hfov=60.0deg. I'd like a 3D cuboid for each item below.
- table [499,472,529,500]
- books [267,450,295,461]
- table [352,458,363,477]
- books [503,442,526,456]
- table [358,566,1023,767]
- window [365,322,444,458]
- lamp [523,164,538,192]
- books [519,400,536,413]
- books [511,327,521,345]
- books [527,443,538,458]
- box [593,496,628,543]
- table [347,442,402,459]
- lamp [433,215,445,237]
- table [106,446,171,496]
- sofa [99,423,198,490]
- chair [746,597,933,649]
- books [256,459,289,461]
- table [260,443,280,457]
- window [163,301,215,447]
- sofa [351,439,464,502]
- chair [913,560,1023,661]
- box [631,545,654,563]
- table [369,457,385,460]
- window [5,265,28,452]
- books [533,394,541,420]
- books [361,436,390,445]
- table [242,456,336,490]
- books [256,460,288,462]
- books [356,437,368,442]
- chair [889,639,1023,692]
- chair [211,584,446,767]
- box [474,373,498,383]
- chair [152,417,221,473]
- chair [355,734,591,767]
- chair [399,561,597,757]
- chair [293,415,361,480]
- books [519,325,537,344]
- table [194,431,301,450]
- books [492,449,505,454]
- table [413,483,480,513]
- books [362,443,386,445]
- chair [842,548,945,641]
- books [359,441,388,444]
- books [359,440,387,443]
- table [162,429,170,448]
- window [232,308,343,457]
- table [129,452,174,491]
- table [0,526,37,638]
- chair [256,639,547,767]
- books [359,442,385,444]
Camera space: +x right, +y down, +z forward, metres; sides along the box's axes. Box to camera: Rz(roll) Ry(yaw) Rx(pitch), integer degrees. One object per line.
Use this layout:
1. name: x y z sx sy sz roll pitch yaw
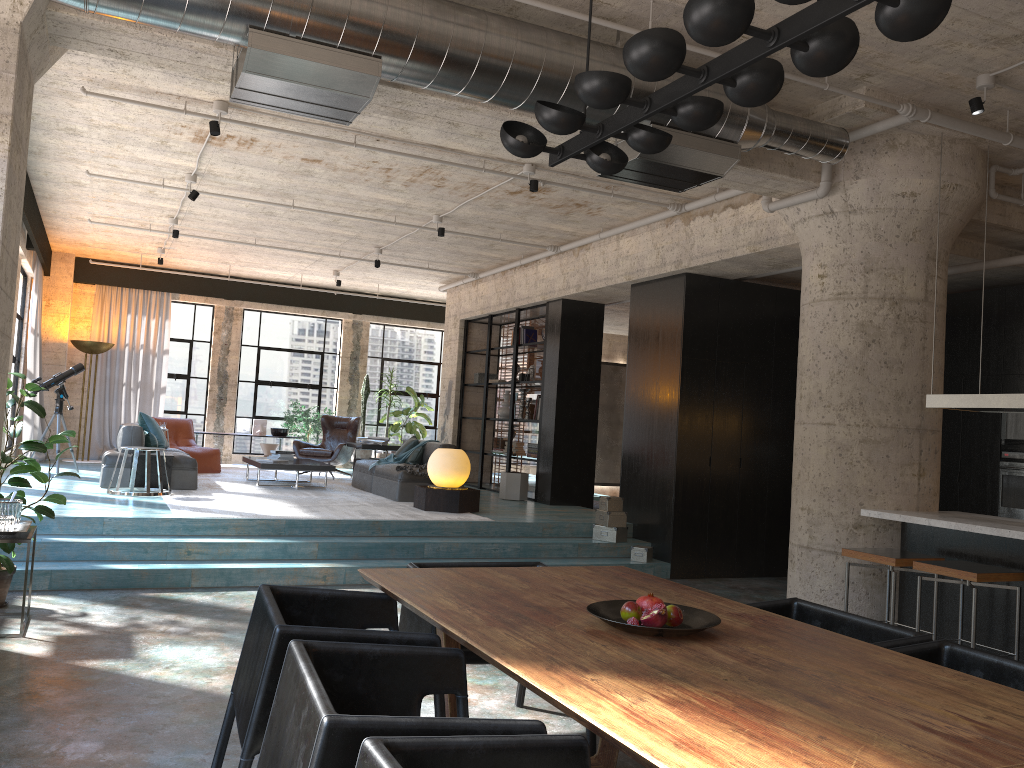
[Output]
1. table: 0.026 1.312 11.436 0.365 0.340 0.316 3 -3 5
2. books: -3.000 0.931 11.589 0.279 0.116 0.322 6 -4 -40
3. table: -2.083 1.237 12.594 0.365 0.340 0.316 2 -3 35
4. books: 0.043 0.926 12.682 0.257 0.188 0.306 2 -3 30
5. table: 0.429 1.172 2.849 1.299 0.756 2.410 5 -3 -25
6. window: -1.929 0.187 16.686 1.780 2.530 0.081 5 -3 -25
7. lamp: 0.158 -1.782 7.679 0.141 0.215 0.107 6 -4 -42
8. books: 0.232 0.377 12.908 0.147 0.299 0.547 5 -3 -25
9. books: 0.117 -0.663 12.714 0.216 0.290 0.231 5 -3 -25
10. books: 0.414 0.916 12.090 0.274 0.197 0.393 5 -3 -25
11. box: 0.999 1.360 8.951 0.280 0.441 0.331 6 -3 -36
12. table: -1.887 1.146 12.699 0.800 0.570 0.800 5 -3 -25
13. lamp: -0.811 -1.740 9.777 0.141 0.215 0.107 6 -4 -42
14. table: -3.849 0.897 9.197 0.620 0.472 0.620 5 -3 -22
15. sofa: -4.380 0.828 10.674 1.019 0.680 2.063 5 -3 -25
16. chair: 1.115 1.249 3.350 0.754 0.738 0.707 5 -3 -25
17. books: -2.970 0.945 11.013 0.252 0.011 0.318 2 -3 24
18. table: -4.035 1.191 14.720 0.331 0.394 0.331 3 -3 14
19. window: -5.988 -0.158 14.803 1.780 2.530 0.081 5 -3 -25
20. sofa: -1.264 1.048 11.192 1.019 0.680 2.063 5 -3 -25
21. chair: 2.807 1.477 5.468 0.450 0.698 0.450 5 -3 -25
22. box: 1.275 1.667 8.704 0.172 0.140 0.187 2 -3 28
23. table: -1.705 1.220 12.132 0.420 0.390 0.413 5 -3 -25
24. window: -6.833 -0.340 12.145 0.081 2.530 1.780 5 -3 -25
25. books: 0.420 0.321 12.068 0.216 0.354 0.256 5 -3 -25
26. books: -1.906 0.792 12.353 0.322 0.109 0.273 3 -3 15
27. table: -2.897 1.141 11.381 0.900 0.309 1.500 5 -3 -25
28. books: -2.978 0.955 11.008 0.252 0.011 0.318 3 -3 19
29. books: -2.110 0.813 12.800 0.278 0.075 0.320 5 -3 -20
30. chair: 1.417 1.235 2.681 0.754 0.738 0.707 5 -3 -25
31. chair: -0.631 1.127 3.074 0.754 0.738 0.707 5 -3 -20
32. box: -0.404 -0.078 13.508 0.306 0.157 0.312 4 -3 -15
33. chair: -4.737 0.880 12.766 0.920 0.759 0.801 2 -3 35
34. chair: 0.032 1.095 1.576 0.754 0.738 0.707 5 -3 -25
35. chair: -0.089 1.204 3.971 0.707 0.738 0.754 5 -3 -25
36. chair: -2.717 0.933 13.305 0.820 0.940 0.975 3 -3 15
37. books: 0.219 -0.672 12.489 0.221 0.298 0.258 5 -3 -25
38. table: -4.499 1.090 14.614 2.004 0.530 0.715 5 -3 -27
39. books: -0.114 0.990 12.974 0.231 0.068 0.319 5 -3 -33
40. table: -0.767 1.230 9.636 0.616 0.230 1.044 5 -3 -25
41. books: -1.950 0.837 12.410 0.252 0.011 0.318 6 -4 -38
42. chair: 2.534 1.483 5.939 0.450 0.698 0.450 5 -3 -25
43. books: -1.941 0.816 12.415 0.318 0.011 0.252 1 -4 42
44. books: -1.942 0.806 12.424 0.252 0.011 0.318 6 -4 -43
45. table: -4.834 0.903 11.934 0.549 0.603 0.549 1 -4 45
46. window: -3.959 0.015 15.745 1.780 2.530 0.081 5 -3 -25
47. table: -3.956 0.962 9.720 0.420 0.390 0.413 5 -3 -25
48. table: -3.137 1.166 5.305 0.450 0.563 0.600 5 -3 -25
49. chair: -0.320 1.108 2.286 0.754 0.738 0.707 5 -3 -20
50. books: -1.942 0.826 12.396 0.318 0.011 0.252 1 -4 42
